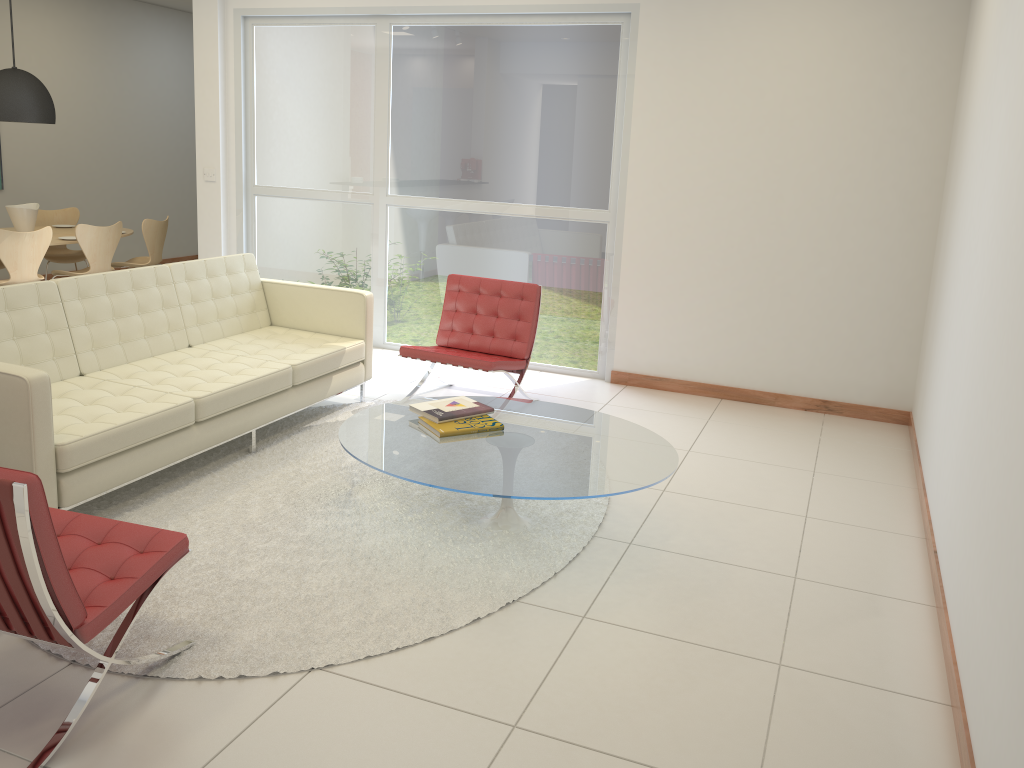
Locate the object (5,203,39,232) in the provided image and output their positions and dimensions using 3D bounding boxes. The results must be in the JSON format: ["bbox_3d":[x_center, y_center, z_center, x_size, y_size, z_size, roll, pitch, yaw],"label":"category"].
[{"bbox_3d":[-4.331,-1.457,7.849,0.272,0.277,0.264,-6,16,-33],"label":"object"}]

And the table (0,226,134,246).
[{"bbox_3d":[-4.374,-0.970,7.945,1.283,0.720,2.285,8,15,21],"label":"table"}]

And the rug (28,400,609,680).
[{"bbox_3d":[-0.785,0.520,4.347,2.449,0.004,3.361,9,16,21],"label":"rug"}]

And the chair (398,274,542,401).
[{"bbox_3d":[-0.266,-0.264,5.857,0.702,0.807,0.713,9,14,25],"label":"chair"}]

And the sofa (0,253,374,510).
[{"bbox_3d":[-1.820,-0.111,4.755,1.003,0.911,2.591,8,15,20],"label":"sofa"}]

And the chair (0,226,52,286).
[{"bbox_3d":[-4.011,-0.819,7.103,0.518,0.896,0.525,9,14,28],"label":"chair"}]

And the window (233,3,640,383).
[{"bbox_3d":[-0.752,-1.565,7.034,3.441,2.683,0.122,8,13,21],"label":"window"}]

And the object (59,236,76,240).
[{"bbox_3d":[-3.854,-1.272,7.748,0.210,0.015,0.213,-3,16,-22],"label":"object"}]

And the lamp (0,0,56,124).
[{"bbox_3d":[-4.256,-2.994,7.538,0.596,1.476,0.599,8,13,22],"label":"lamp"}]

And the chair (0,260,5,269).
[{"bbox_3d":[-4.857,-1.111,8.054,0.517,0.896,0.526,9,14,25],"label":"chair"}]

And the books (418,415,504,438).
[{"bbox_3d":[-0.239,0.184,4.114,0.324,0.026,0.258,-5,17,-29],"label":"books"}]

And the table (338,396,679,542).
[{"bbox_3d":[-0.036,0.440,4.016,1.541,0.399,1.334,8,15,19],"label":"table"}]

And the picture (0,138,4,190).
[{"bbox_3d":[-5.509,-2.530,8.148,0.020,1.489,1.756,7,14,20],"label":"picture"}]

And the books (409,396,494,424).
[{"bbox_3d":[-0.290,0.121,4.240,0.325,0.026,0.258,-9,19,-38],"label":"books"}]

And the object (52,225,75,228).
[{"bbox_3d":[-4.392,-1.544,8.678,0.210,0.015,0.213,3,15,-1],"label":"object"}]

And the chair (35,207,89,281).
[{"bbox_3d":[-4.456,-1.269,8.728,0.524,0.896,0.519,-9,17,-44],"label":"chair"}]

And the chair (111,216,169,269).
[{"bbox_3d":[-3.543,-1.143,8.423,0.516,0.896,0.527,4,12,4],"label":"chair"}]

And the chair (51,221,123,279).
[{"bbox_3d":[-3.722,-0.974,7.749,0.517,0.896,0.526,8,13,20],"label":"chair"}]

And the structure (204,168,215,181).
[{"bbox_3d":[-2.583,-1.788,7.562,0.114,0.103,0.013,8,13,21],"label":"structure"}]

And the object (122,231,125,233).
[{"bbox_3d":[-3.764,-1.431,8.366,0.210,0.015,0.213,-1,15,-14],"label":"object"}]

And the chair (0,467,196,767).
[{"bbox_3d":[-1.474,0.522,2.644,0.701,0.807,0.714,7,14,16],"label":"chair"}]
